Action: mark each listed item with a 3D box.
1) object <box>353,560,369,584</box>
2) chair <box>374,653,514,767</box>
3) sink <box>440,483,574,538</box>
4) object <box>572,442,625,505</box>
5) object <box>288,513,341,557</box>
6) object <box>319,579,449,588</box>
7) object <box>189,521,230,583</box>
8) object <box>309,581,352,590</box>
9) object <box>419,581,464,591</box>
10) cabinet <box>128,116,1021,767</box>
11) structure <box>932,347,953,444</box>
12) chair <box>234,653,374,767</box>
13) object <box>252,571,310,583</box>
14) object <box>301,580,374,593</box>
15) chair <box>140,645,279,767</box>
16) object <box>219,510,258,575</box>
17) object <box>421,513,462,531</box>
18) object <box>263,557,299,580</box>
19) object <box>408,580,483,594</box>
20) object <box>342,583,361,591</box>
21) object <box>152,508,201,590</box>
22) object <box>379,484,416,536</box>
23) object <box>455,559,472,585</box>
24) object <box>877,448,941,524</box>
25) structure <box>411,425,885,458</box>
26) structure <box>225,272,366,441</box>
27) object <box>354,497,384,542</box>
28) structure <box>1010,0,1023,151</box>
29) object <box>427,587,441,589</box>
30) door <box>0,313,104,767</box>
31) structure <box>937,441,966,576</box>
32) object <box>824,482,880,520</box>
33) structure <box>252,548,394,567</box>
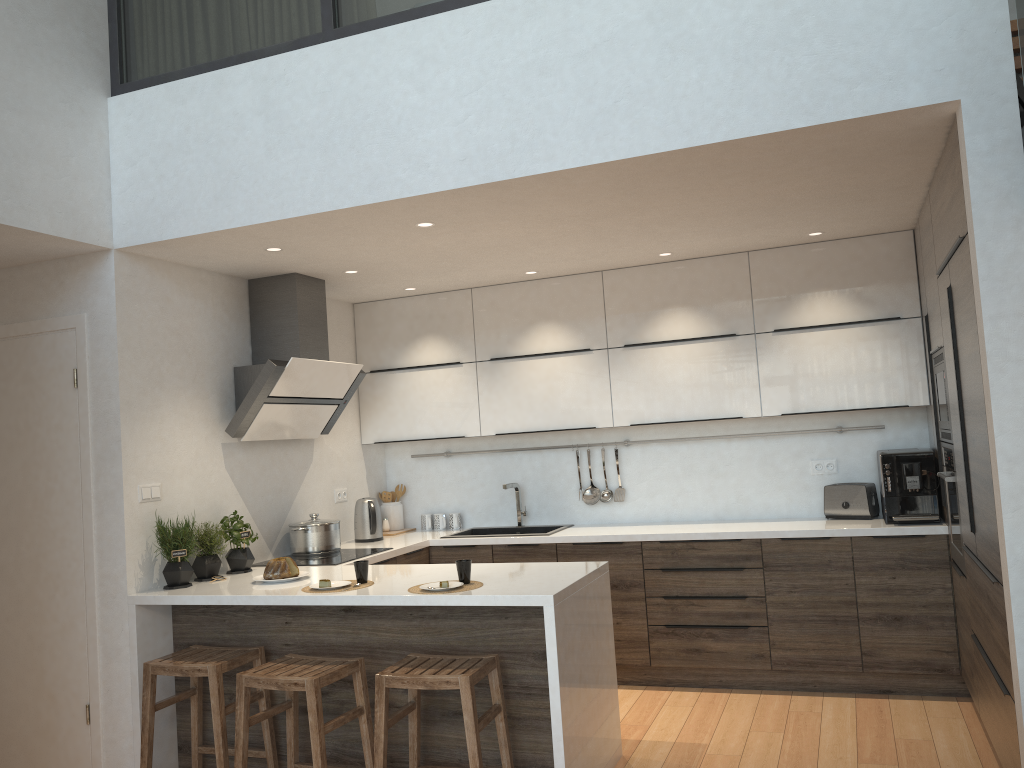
[{"bbox_3d":[-0.645,0.808,3.807,0.066,0.093,0.066,-2,-4,-34],"label":"object"},{"bbox_3d":[-0.257,1.353,3.323,0.450,0.600,0.350,-5,-4,18],"label":"chair"},{"bbox_3d":[-0.024,0.887,5.525,0.706,0.518,0.512,-5,-4,20],"label":"sink"},{"bbox_3d":[0.548,0.567,5.607,0.320,0.389,0.069,-5,-4,22],"label":"object"},{"bbox_3d":[-1.114,0.844,5.019,0.315,0.223,0.288,-2,-4,-28],"label":"object"},{"bbox_3d":[-0.530,0.814,3.622,0.597,0.039,0.064,-5,-4,17],"label":"object"},{"bbox_3d":[-1.458,0.798,4.271,0.221,0.283,0.211,-6,-4,34],"label":"object"},{"bbox_3d":[-0.765,0.851,3.739,0.176,0.014,0.176,-4,-4,10],"label":"object"},{"bbox_3d":[-0.279,0.805,3.518,0.176,0.014,0.176,-5,-4,25],"label":"object"},{"bbox_3d":[0.334,0.478,4.447,3.495,2.401,2.401,-5,-4,20],"label":"cabinet"},{"bbox_3d":[2.216,0.042,4.052,0.459,0.430,0.595,-5,-4,20],"label":"structure"},{"bbox_3d":[-0.802,1.397,3.443,0.450,0.600,0.350,-6,-4,25],"label":"chair"},{"bbox_3d":[-1.059,0.890,4.075,0.261,0.021,0.261,-5,-4,15],"label":"object"},{"bbox_3d":[-0.739,0.860,3.769,0.305,0.002,0.305,-3,-4,-10],"label":"object"},{"bbox_3d":[-1.286,1.449,3.755,0.450,0.600,0.350,-5,-4,20],"label":"chair"},{"bbox_3d":[-1.384,0.790,4.452,0.179,0.311,0.172,-6,-4,31],"label":"object"},{"bbox_3d":[-0.478,0.924,5.948,0.297,0.105,0.112,-5,-4,22],"label":"object"},{"bbox_3d":[-1.067,0.852,4.092,0.155,0.101,0.161,-5,-4,16],"label":"object"},{"bbox_3d":[-0.266,0.815,3.559,0.304,0.002,0.304,-1,-4,-37],"label":"object"},{"bbox_3d":[-0.668,0.844,3.685,0.025,0.011,0.126,-5,-4,24],"label":"object"},{"bbox_3d":[-1.540,0.749,4.071,0.186,0.367,0.196,-5,-4,20],"label":"object"},{"bbox_3d":[-0.821,0.841,5.951,0.221,0.316,0.330,-5,-4,20],"label":"object"},{"bbox_3d":[-0.194,0.765,3.605,0.066,0.093,0.066,-3,-4,-6],"label":"object"},{"bbox_3d":[2.124,0.539,4.752,0.274,0.378,0.532,-5,-4,20],"label":"object"},{"bbox_3d":[0.716,0.370,5.559,3.000,0.045,0.050,-5,-4,20],"label":"structure"},{"bbox_3d":[-1.193,-0.197,4.946,0.407,0.998,0.898,-5,-4,20],"label":"structure"},{"bbox_3d":[-0.904,0.844,5.529,0.179,0.270,0.220,-4,-4,8],"label":"object"},{"bbox_3d":[1.745,-0.115,1.192,1.289,3.460,5.660,-5,-4,20],"label":"structure"},{"bbox_3d":[-0.285,0.799,3.466,0.126,0.012,0.025,-7,-5,39],"label":"object"},{"bbox_3d":[-2.326,0.780,4.155,0.974,2.136,0.085,-5,-4,20],"label":"door"},{"bbox_3d":[2.232,0.542,4.028,0.495,0.570,0.595,-5,-4,20],"label":"structure"},{"bbox_3d":[1.905,0.658,4.991,0.260,0.195,0.177,-7,-5,41],"label":"object"},{"bbox_3d":[-1.036,0.943,4.841,0.550,0.006,0.609,-5,-4,20],"label":"structure"}]
